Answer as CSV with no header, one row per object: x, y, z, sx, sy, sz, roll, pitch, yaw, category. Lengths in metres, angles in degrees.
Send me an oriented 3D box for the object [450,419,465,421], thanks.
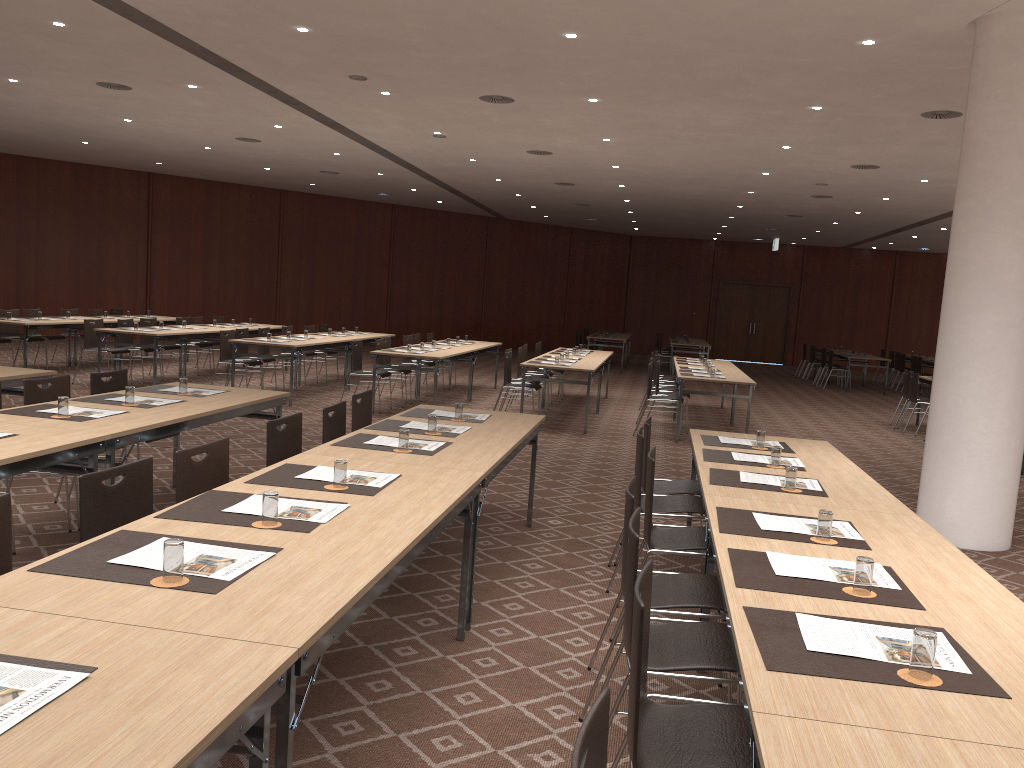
-0.365,0.244,5.984,0.102,0.001,0.101,4,6,-2,object

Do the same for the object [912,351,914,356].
10.783,-0.823,23.845,0.054,0.114,0.054,1,7,-24,object

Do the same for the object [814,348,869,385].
8.748,-0.472,23.724,0.953,0.834,2.265,5,6,9,object

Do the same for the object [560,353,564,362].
0.688,-0.364,12.219,0.054,0.114,0.054,4,6,-2,object

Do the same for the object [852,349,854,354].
8.438,-0.795,21.930,0.054,0.114,0.054,10,8,43,object

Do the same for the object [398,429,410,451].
-0.576,0.297,4.725,0.054,0.114,0.054,10,8,43,object

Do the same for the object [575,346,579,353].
1.058,-0.561,14.445,0.054,0.114,0.054,1,7,-24,object

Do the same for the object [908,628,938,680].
1.010,0.663,2.180,0.054,0.114,0.054,1,7,-24,object

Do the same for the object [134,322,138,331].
-5.312,-0.814,12.529,0.054,0.114,0.054,4,6,-2,object

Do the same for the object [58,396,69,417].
-2.549,0.129,5.037,0.054,0.114,0.054,10,8,43,object

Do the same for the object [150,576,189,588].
-0.958,0.553,2.484,0.102,0.001,0.101,4,6,-2,object

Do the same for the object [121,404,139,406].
-2.439,0.131,5.663,0.102,0.001,0.101,4,6,-2,object

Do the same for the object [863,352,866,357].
8.220,-0.683,20.664,0.054,0.114,0.054,10,8,43,object

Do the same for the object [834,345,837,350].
8.816,-0.991,24.150,0.054,0.114,0.054,1,7,-24,object

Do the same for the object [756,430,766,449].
1.595,0.353,5.685,0.054,0.114,0.054,1,7,-24,object

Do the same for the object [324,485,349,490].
-0.747,0.439,3.769,0.102,0.001,0.101,4,6,-2,object

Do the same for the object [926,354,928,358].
10.563,-0.711,22.574,0.054,0.114,0.054,1,7,-24,object

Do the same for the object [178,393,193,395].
-2.331,0.073,6.319,0.102,0.001,0.102,6,6,20,object

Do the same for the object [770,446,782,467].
1.501,0.411,5.043,0.054,0.114,0.054,1,7,-24,object

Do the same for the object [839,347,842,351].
8.716,-0.934,23.513,0.054,0.114,0.054,1,7,-24,object

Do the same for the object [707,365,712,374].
2.650,-0.196,11.907,0.054,0.114,0.054,1,7,-24,object

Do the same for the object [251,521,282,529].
-0.865,0.495,3.126,0.102,0.001,0.101,4,6,-2,object

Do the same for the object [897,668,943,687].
1.001,0.720,2.177,0.102,0.001,0.101,1,6,-24,object

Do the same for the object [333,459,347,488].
-0.731,0.382,3.775,0.054,0.114,0.054,10,8,43,object

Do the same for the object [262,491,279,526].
-0.853,0.438,3.128,0.054,0.114,0.054,10,8,43,object

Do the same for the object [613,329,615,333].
2.873,-1.503,25.119,0.054,0.114,0.054,10,8,43,object

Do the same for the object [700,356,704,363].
3.033,-0.392,14.132,0.054,0.114,0.054,10,8,43,object

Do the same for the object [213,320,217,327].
-4.945,-1.011,14.756,0.054,0.114,0.054,1,7,-24,object

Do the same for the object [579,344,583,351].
1.176,-0.618,15.092,0.054,0.114,0.054,1,7,-24,object

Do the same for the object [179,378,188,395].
-2.340,0.015,6.316,0.054,0.114,0.054,1,7,-24,object

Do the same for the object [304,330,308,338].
-3.131,-0.758,13.492,0.054,0.114,0.054,4,6,-2,object

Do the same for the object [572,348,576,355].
0.970,-0.504,13.812,0.054,0.114,0.054,1,7,-24,object

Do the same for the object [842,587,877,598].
1.106,0.663,2.823,0.102,0.001,0.101,1,6,-24,object

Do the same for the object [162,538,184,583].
-0.951,0.495,2.489,0.054,0.114,0.054,10,8,43,object

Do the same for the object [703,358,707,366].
2.935,-0.335,13.498,0.054,0.114,0.054,10,8,43,object

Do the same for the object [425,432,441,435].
-0.476,0.299,5.358,0.102,0.001,0.101,4,6,-2,object

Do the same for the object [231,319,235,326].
-4.841,-1.068,15.398,0.054,0.114,0.054,1,7,-24,object

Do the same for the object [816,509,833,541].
1.218,0.550,3.453,0.054,0.114,0.054,1,7,-24,object

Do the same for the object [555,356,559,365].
0.589,-0.308,11.585,0.054,0.114,0.054,4,6,-2,object

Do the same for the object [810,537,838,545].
1.211,0.608,3.443,0.102,0.001,0.101,1,6,-24,object

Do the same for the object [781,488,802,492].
1.385,0.525,4.394,0.102,0.001,0.101,1,6,-24,object

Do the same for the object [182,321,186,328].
-5.104,-0.928,13.810,0.054,0.114,0.054,4,6,-2,object

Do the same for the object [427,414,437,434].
-0.480,0.242,5.350,0.054,0.114,0.054,10,8,43,object

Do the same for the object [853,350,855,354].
8.451,-0.794,21.928,0.054,0.114,0.054,10,8,43,object

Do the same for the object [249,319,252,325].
-4.730,-1.124,16.035,0.054,0.114,0.054,1,7,-24,object

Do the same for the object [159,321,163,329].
-5.214,-0.873,13.184,0.054,0.114,0.054,4,6,-2,object

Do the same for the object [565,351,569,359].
0.800,-0.420,12.857,0.054,0.114,0.054,4,6,-2,object

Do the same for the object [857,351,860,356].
8.326,-0.739,21.297,0.054,0.114,0.054,10,8,43,object

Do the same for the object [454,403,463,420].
-0.359,0.186,5.993,0.054,0.114,0.054,1,7,-24,object

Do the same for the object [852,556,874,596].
1.113,0.607,2.809,0.054,0.114,0.054,1,7,-24,object

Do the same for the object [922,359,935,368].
10.338,-0.106,21.180,0.953,0.834,2.265,5,6,9,object

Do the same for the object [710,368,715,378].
2.548,-0.139,11.262,0.054,0.114,0.054,1,7,-24,object

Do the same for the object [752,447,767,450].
1.587,0.411,5.680,0.102,0.001,0.101,1,6,-24,object

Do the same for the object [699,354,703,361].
3.144,-0.448,14.767,0.054,0.114,0.054,10,8,43,object

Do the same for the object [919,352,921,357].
10.674,-0.766,23.202,0.054,0.114,0.054,1,7,-24,object

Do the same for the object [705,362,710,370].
2.767,-0.252,12.553,0.054,0.114,0.054,1,7,-24,object

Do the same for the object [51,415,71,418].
-2.562,0.186,5.035,0.102,0.001,0.101,4,6,-2,object

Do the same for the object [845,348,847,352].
8.614,-0.878,22.884,0.054,0.114,0.054,1,7,-24,object

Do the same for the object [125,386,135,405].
-2.443,0.073,5.668,0.054,0.114,0.054,10,8,43,object

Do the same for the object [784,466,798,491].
1.383,0.467,4.399,0.054,0.114,0.054,1,7,-24,object
